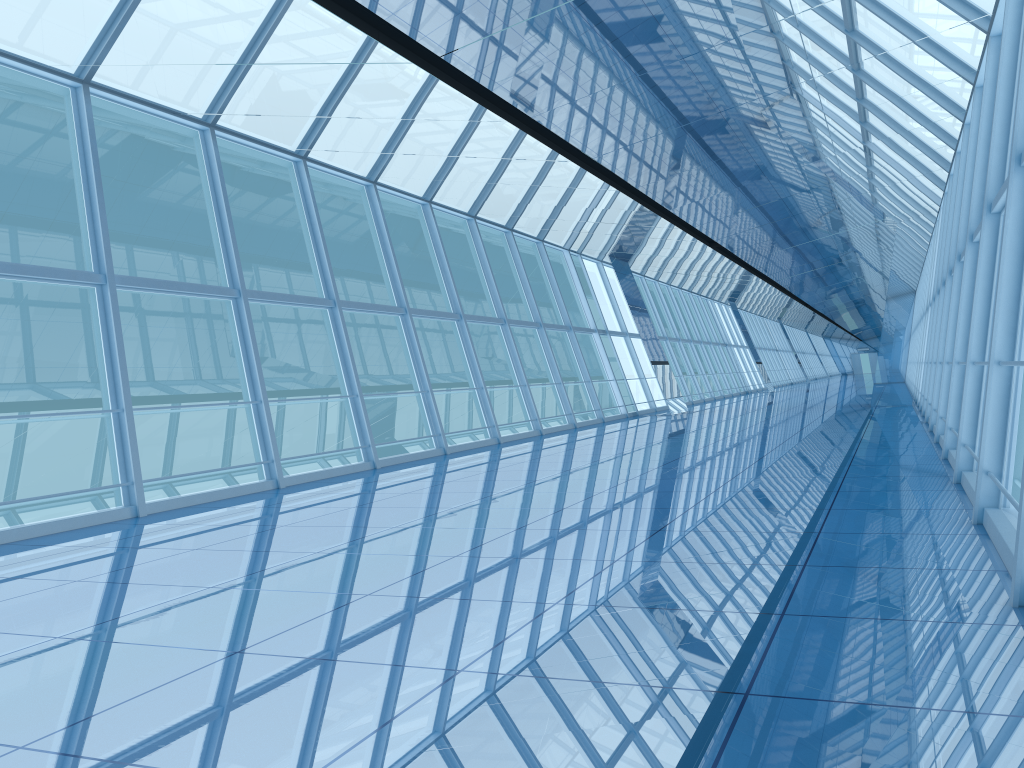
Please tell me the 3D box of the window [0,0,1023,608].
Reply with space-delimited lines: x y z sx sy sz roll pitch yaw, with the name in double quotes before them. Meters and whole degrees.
"window" 17.581 -2.339 46.776 9.788 4.921 107.452 -5 -1 24
